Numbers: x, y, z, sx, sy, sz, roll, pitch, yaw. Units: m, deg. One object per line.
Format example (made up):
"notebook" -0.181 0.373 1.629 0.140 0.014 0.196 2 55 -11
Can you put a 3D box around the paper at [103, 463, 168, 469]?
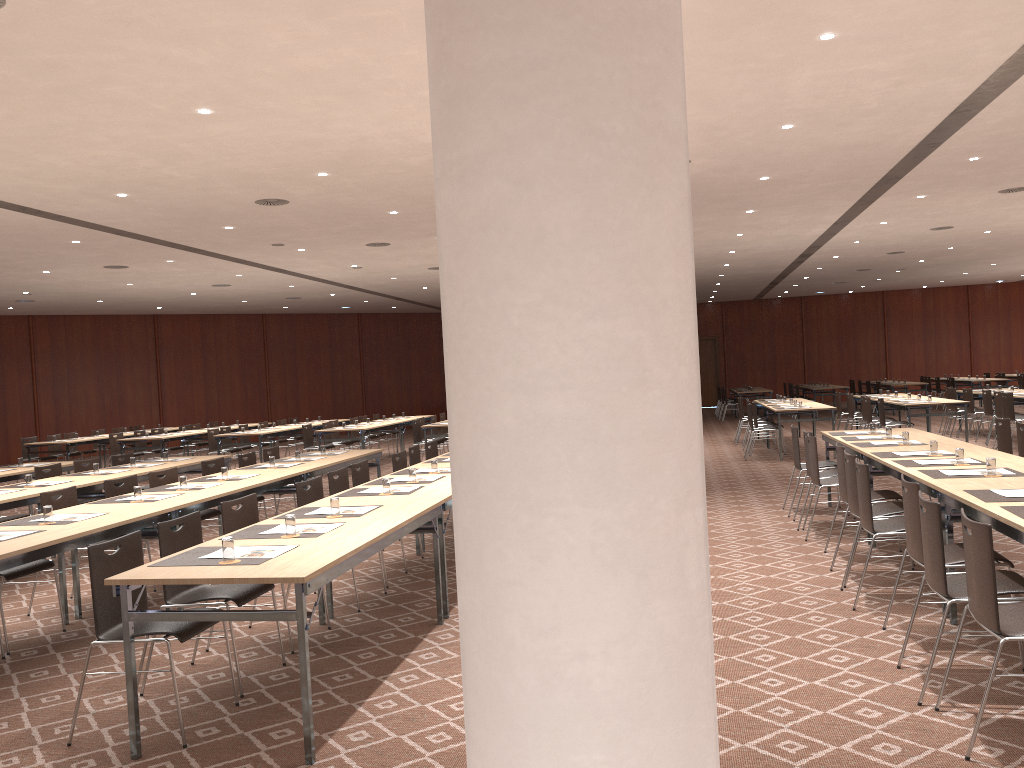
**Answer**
"paper" -4.350 0.947 10.199 0.565 0.003 0.460 -3 1 13

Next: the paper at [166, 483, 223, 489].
"paper" -2.734 0.879 7.652 0.398 0.006 0.283 -3 1 10

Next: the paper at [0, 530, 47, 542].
"paper" -3.228 0.932 5.371 0.565 0.003 0.460 -3 1 14

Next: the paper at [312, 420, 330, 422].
"paper" -4.377 0.848 20.353 0.398 0.006 0.283 -3 1 10

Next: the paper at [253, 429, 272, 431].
"paper" -4.918 0.905 17.491 0.398 0.006 0.283 -3 1 12

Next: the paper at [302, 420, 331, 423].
"paper" -4.454 0.856 20.353 0.565 0.003 0.460 -3 1 9

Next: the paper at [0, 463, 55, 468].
"paper" -6.188 1.038 11.230 0.565 0.003 0.460 -3 1 12

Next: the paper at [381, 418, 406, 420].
"paper" -2.585 0.764 19.297 0.565 0.003 0.460 -3 1 14

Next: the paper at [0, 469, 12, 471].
"paper" -6.244 1.043 10.618 0.398 0.006 0.283 -3 1 8

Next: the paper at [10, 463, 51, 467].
"paper" -6.116 1.030 11.285 0.398 0.006 0.283 -3 1 12

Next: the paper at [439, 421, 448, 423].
"paper" -1.068 0.705 16.688 0.565 0.003 0.460 -3 1 11

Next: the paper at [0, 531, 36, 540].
"paper" -3.158 0.924 5.404 0.398 0.006 0.283 -3 1 13

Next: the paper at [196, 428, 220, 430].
"paper" -6.646 0.985 19.431 0.565 0.003 0.460 -3 1 12

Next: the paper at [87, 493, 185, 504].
"paper" -2.951 0.901 6.970 0.565 0.003 0.460 -3 1 10

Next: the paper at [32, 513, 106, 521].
"paper" -3.031 0.911 6.059 0.398 0.006 0.283 -3 1 11

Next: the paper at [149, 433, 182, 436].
"paper" -6.982 1.018 17.825 0.565 0.003 0.460 -3 1 10

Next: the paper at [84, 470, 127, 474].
"paper" -4.392 0.951 9.605 0.398 0.006 0.283 -3 1 11

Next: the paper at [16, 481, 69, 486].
"paper" -4.573 0.970 8.676 0.398 0.006 0.283 -3 1 13

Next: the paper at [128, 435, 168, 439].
"paper" -7.061 1.029 17.214 0.565 0.003 0.460 -3 1 9

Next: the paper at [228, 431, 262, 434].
"paper" -5.113 0.926 16.788 0.565 0.003 0.460 -3 1 13

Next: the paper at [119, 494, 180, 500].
"paper" -2.867 0.893 6.988 0.398 0.006 0.283 -3 1 14

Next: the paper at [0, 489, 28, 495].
"paper" -4.790 0.992 8.008 0.565 0.003 0.460 -3 1 9

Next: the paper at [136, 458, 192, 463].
"paper" -4.247 0.935 10.861 0.565 0.003 0.460 -3 1 10

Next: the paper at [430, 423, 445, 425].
"paper" -1.199 0.719 16.049 0.565 0.003 0.460 -3 1 10

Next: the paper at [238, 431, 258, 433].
"paper" -5.056 0.918 16.864 0.398 0.006 0.283 -3 1 11

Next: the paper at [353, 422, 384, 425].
"paper" -2.898 0.796 17.727 0.565 0.003 0.460 -3 1 12

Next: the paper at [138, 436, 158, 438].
"paper" -7.021 1.022 17.211 0.398 0.006 0.283 -3 1 14

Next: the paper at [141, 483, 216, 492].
"paper" -2.842 0.889 7.611 0.565 0.003 0.460 -3 1 8

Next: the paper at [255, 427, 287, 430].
"paper" -4.874 0.900 18.091 0.565 0.003 0.460 -3 1 10

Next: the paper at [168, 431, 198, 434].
"paper" -6.821 1.003 18.460 0.565 0.003 0.460 -3 1 14

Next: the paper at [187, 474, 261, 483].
"paper" -2.693 0.875 8.220 0.565 0.003 0.460 -3 1 9

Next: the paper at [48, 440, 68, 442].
"paper" -8.957 1.125 17.598 0.398 0.006 0.283 -3 1 11

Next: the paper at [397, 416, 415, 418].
"paper" -2.388 0.742 19.977 0.398 0.006 0.283 -3 1 10

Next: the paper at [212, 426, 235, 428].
"paper" -6.518 0.971 20.081 0.565 0.003 0.460 -3 1 11

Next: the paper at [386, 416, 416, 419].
"paper" -2.491 0.752 19.943 0.565 0.003 0.460 -3 1 11

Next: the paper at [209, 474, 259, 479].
"paper" -2.607 0.866 8.285 0.398 0.006 0.283 -3 1 11

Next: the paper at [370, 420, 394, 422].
"paper" -2.750 0.779 18.654 0.565 0.003 0.460 -3 1 9

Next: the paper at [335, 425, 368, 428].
"paper" -3.046 0.810 17.081 0.565 0.003 0.460 -3 1 11

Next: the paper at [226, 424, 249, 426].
"paper" -6.429 0.960 20.720 0.565 0.003 0.460 -3 1 10

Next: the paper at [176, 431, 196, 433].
"paper" -6.762 0.996 18.497 0.398 0.006 0.283 -3 1 10

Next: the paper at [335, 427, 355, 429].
"paper" -3.098 0.815 16.467 0.398 0.006 0.283 -3 1 10

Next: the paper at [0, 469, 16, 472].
"paper" -6.303 1.050 10.580 0.565 0.003 0.460 -3 1 9

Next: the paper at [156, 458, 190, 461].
"paper" -4.168 0.927 10.875 0.398 0.006 0.283 -3 1 10

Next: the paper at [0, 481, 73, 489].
"paper" -4.642 0.978 8.603 0.565 0.003 0.460 -3 1 10

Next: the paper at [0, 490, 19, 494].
"paper" -4.714 0.984 8.020 0.398 0.006 0.283 -3 1 8

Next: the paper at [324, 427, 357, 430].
"paper" -3.169 0.823 16.440 0.565 0.003 0.460 -3 1 11

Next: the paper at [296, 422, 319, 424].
"paper" -4.573 0.869 19.691 0.565 0.003 0.460 -3 1 12

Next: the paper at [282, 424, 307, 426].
"paper" -4.672 0.880 19.040 0.565 0.003 0.460 -3 1 10

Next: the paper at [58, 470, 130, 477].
"paper" -4.478 0.960 9.553 0.565 0.003 0.460 -3 1 11

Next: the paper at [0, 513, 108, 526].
"paper" -3.130 0.920 6.024 0.565 0.003 0.460 -3 1 10

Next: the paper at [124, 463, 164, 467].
"paper" -4.274 0.939 10.240 0.398 0.006 0.283 -3 1 13

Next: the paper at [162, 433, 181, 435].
"paper" -6.886 1.009 17.876 0.398 0.006 0.283 -3 1 9

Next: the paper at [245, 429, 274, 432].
"paper" -4.981 0.912 17.458 0.565 0.003 0.460 -3 1 7

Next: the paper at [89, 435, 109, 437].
"paper" -8.729 1.100 18.884 0.398 0.006 0.283 -3 1 14
